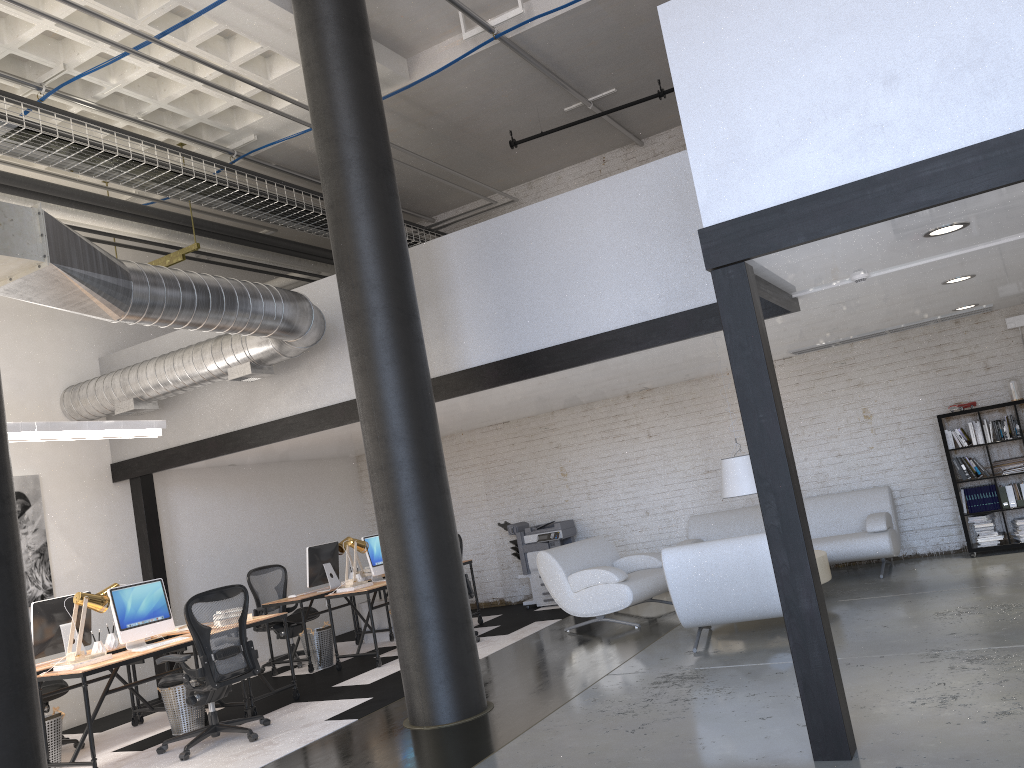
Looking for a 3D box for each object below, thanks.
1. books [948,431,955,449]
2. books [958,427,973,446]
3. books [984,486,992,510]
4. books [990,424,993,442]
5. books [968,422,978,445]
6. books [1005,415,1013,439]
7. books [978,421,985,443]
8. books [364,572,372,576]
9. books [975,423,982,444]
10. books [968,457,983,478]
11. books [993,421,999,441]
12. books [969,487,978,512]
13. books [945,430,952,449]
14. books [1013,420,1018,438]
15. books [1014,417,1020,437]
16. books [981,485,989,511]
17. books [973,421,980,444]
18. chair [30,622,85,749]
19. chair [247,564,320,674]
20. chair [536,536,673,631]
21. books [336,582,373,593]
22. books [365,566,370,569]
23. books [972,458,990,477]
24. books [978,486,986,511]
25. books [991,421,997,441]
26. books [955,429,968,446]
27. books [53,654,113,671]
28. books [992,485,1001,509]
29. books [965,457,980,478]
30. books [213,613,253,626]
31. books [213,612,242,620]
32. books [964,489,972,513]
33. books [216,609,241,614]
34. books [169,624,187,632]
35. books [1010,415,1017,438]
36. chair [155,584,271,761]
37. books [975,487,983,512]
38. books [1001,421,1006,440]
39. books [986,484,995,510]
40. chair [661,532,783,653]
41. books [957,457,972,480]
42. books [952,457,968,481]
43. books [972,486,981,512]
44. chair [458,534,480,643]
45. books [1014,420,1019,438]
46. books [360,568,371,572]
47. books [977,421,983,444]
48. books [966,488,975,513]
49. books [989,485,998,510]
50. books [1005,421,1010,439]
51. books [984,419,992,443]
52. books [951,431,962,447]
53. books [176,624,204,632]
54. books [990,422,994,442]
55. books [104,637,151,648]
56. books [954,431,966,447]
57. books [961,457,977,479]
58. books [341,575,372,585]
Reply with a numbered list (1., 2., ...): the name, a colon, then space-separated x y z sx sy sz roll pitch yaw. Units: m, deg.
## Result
1. books: 4.244 0.537 8.558 0.028 0.171 0.124 -14 -7 27
2. books: 4.346 0.503 8.500 0.101 0.185 0.126 -14 -7 27
3. books: 4.525 1.078 8.433 0.024 0.231 0.173 -14 -7 28
4. books: 4.542 0.463 8.403 0.023 0.171 0.112 -14 -7 28
5. books: 4.405 0.473 8.472 0.039 0.215 0.130 -14 -7 27
6. books: 4.675 0.406 8.342 0.016 0.219 0.117 -14 -8 32
7. books: 4.477 0.459 8.452 0.012 0.213 0.135 -14 -7 27
8. books: -1.587 2.218 10.423 0.200 0.050 0.271 -14 -8 25
9. books: 4.464 0.470 8.480 0.015 0.202 0.129 -14 -7 27
10. books: 4.427 0.796 8.463 0.094 0.202 0.149 -14 -7 27
11. books: 4.586 0.444 8.399 0.011 0.191 0.121 -14 -8 32
12. books: 4.420 1.105 8.490 0.024 0.231 0.173 -14 -7 28
13. books: 4.223 0.534 8.578 0.025 0.187 0.138 -14 -7 27
14. books: 4.735 0.420 8.337 0.008 0.168 0.107 -14 -7 27
15. books: 4.747 0.406 8.330 0.008 0.189 0.106 -14 -7 27
16. books: 4.504 1.083 8.444 0.024 0.231 0.173 -14 -7 28
17. books: 4.448 0.465 8.490 0.021 0.219 0.133 -14 -7 27
18. chair: -3.869 2.422 7.046 0.793 1.084 0.771 -12 -7 11
19. chair: -2.419 2.480 9.602 0.793 1.084 0.771 -12 -7 11
20. chair: 0.978 1.888 8.586 1.027 0.783 1.006 -16 -9 39
21. books: -1.552 2.006 8.763 0.226 0.038 0.309 -14 -8 28
22. books: -1.615 2.143 10.421 0.153 0.030 0.185 -14 -8 25
23. books: 4.462 0.790 8.439 0.118 0.194 0.149 -14 -7 27
24. books: 4.486 1.089 8.460 0.024 0.231 0.173 -14 -7 28
25. books: 4.573 0.446 8.399 0.011 0.191 0.121 -14 -8 32
26. books: 4.320 0.513 8.516 0.081 0.180 0.118 -14 -7 27
27. books: -3.002 1.948 6.207 0.226 0.038 0.309 -14 -8 28
28. books: 4.589 1.062 8.397 0.024 0.231 0.173 -14 -7 28
29. books: 4.401 0.795 8.473 0.097 0.215 0.141 -14 -7 27
30. books: -2.344 1.980 7.452 0.271 0.050 0.201 -5 -9 -35
31. books: -2.377 1.940 7.468 0.257 0.044 0.193 -8 -7 -15
32. books: 4.381 1.115 8.519 0.024 0.231 0.173 -14 -7 28
33. books: -2.376 1.907 7.458 0.185 0.030 0.153 -6 -9 -34
34. books: -3.000 2.156 7.786 0.235 0.024 0.200 -10 -7 1
35. books: 4.720 0.398 8.346 0.016 0.219 0.117 -14 -7 27
36. chair: -2.216 2.034 6.370 0.793 1.084 0.771 -12 -7 11
37. books: 4.464 1.094 8.472 0.024 0.231 0.173 -14 -7 28
38. books: 4.642 0.438 8.366 0.012 0.174 0.111 -14 -8 32
39. books: 4.547 1.073 8.421 0.024 0.231 0.173 -14 -7 28
40. chair: 1.761 1.503 6.676 1.008 0.783 1.026 -13 -7 19
41. books: 4.342 0.808 8.513 0.086 0.221 0.160 -14 -7 27
42. books: 4.307 0.814 8.525 0.097 0.225 0.161 -14 -7 27
43. books: 4.441 1.099 8.479 0.024 0.231 0.173 -14 -7 28
44. chair: -0.767 2.093 8.926 0.793 1.084 0.771 -12 -7 11
45. books: 4.739 0.417 8.328 0.008 0.170 0.107 -14 -7 27
46. books: -1.622 2.177 10.426 0.257 0.044 0.193 -3 -10 -45
47. books: 4.470 0.461 8.464 0.012 0.213 0.135 -14 -7 27
48. books: 4.399 1.110 8.502 0.024 0.231 0.173 -14 -7 28
49. books: 4.571 1.068 8.416 0.024 0.231 0.173 -14 -7 28
50. books: 4.670 0.433 8.346 0.008 0.168 0.107 -14 -8 32
51. books: 4.513 0.444 8.410 0.016 0.219 0.117 -14 -8 32
52. books: 4.280 0.531 8.532 0.062 0.164 0.119 -14 -7 27
53. books: -2.722 2.083 7.589 0.205 0.019 0.244 -11 -7 5
54. books: 4.547 0.451 8.398 0.025 0.192 0.111 -14 -7 28
55. books: -3.157 2.108 7.254 0.226 0.038 0.309 -14 -8 28
56. books: 4.303 0.525 8.518 0.075 0.162 0.119 -14 -7 27
57. books: 4.374 0.800 8.485 0.104 0.218 0.160 -14 -7 27
58. books: -1.707 2.167 9.810 0.226 0.038 0.309 -14 -8 28
